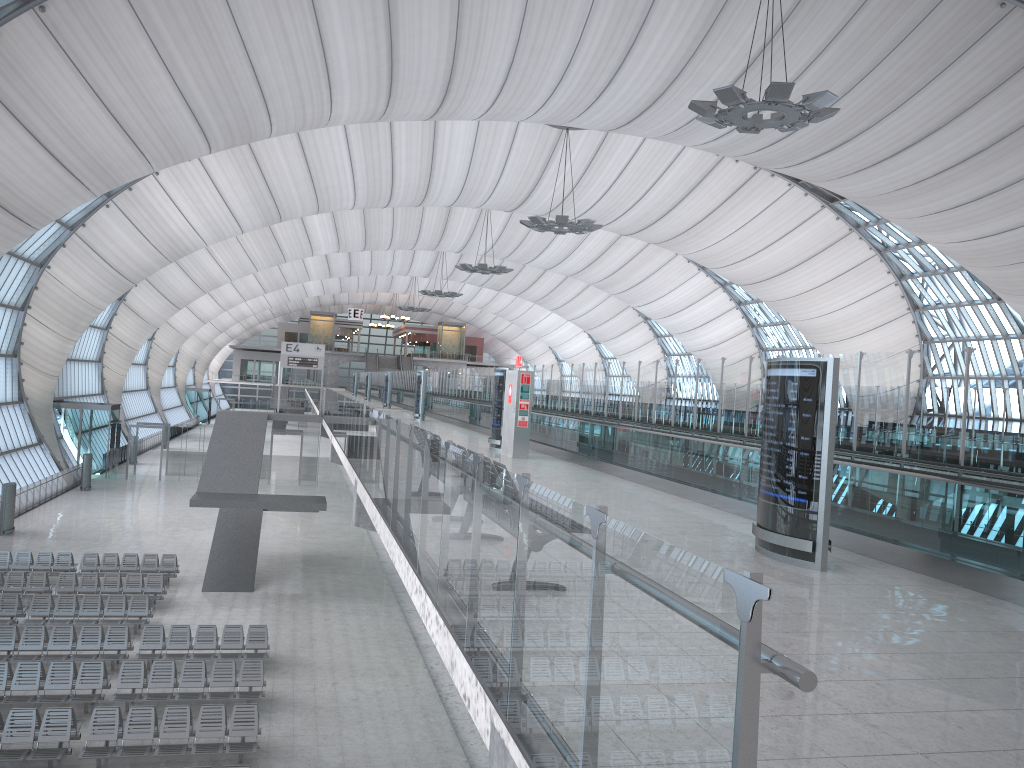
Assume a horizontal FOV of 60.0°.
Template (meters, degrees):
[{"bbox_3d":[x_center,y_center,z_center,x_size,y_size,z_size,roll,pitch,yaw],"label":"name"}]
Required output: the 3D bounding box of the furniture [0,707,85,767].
[{"bbox_3d":[-8.270,5.545,13.850,2.705,0.913,1.572,4,0,-14],"label":"furniture"}]

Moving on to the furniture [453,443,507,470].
[{"bbox_3d":[-0.020,1.020,7.343,0.713,0.902,2.520,4,0,-14],"label":"furniture"}]

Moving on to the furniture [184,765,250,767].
[{"bbox_3d":[-4.945,5.749,12.186,2.705,0.913,1.572,4,0,-14],"label":"furniture"}]

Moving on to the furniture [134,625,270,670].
[{"bbox_3d":[-6.640,5.676,19.187,2.705,0.913,1.572,4,0,-14],"label":"furniture"}]

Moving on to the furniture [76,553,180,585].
[{"bbox_3d":[-11.201,5.419,25.963,2.705,0.913,1.572,4,0,-14],"label":"furniture"}]

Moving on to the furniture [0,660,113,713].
[{"bbox_3d":[-8.835,5.521,16.184,2.705,0.913,1.572,4,0,-14],"label":"furniture"}]

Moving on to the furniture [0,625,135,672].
[{"bbox_3d":[-9.399,5.496,18.517,2.705,0.913,1.572,4,0,-14],"label":"furniture"}]

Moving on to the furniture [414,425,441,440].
[{"bbox_3d":[-0.714,0.991,10.284,0.713,0.902,2.520,4,0,-14],"label":"furniture"}]

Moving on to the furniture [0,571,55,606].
[{"bbox_3d":[-13.340,5.266,22.726,2.705,0.913,1.572,4,0,-14],"label":"furniture"}]

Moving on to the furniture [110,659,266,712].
[{"bbox_3d":[-6.075,5.701,16.853,2.705,0.913,1.572,4,0,-14],"label":"furniture"}]

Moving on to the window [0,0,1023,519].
[{"bbox_3d":[-6.599,-3.453,78.541,50.537,20.004,167.818,4,0,-14],"label":"window"}]

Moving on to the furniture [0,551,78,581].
[{"bbox_3d":[-13.961,5.239,25.293,2.705,0.913,1.572,4,0,-14],"label":"furniture"}]

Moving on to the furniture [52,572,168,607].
[{"bbox_3d":[-10.580,5.446,23.396,2.705,0.913,1.572,4,0,-14],"label":"furniture"}]

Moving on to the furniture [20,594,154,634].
[{"bbox_3d":[-10.028,5.469,21.113,2.705,0.913,1.572,4,0,-14],"label":"furniture"}]

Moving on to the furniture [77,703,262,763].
[{"bbox_3d":[-5.510,5.725,14.520,2.705,0.913,1.572,4,0,-14],"label":"furniture"}]

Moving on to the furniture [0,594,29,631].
[{"bbox_3d":[-12.787,5.290,20.443,2.705,0.913,1.572,4,0,-14],"label":"furniture"}]
